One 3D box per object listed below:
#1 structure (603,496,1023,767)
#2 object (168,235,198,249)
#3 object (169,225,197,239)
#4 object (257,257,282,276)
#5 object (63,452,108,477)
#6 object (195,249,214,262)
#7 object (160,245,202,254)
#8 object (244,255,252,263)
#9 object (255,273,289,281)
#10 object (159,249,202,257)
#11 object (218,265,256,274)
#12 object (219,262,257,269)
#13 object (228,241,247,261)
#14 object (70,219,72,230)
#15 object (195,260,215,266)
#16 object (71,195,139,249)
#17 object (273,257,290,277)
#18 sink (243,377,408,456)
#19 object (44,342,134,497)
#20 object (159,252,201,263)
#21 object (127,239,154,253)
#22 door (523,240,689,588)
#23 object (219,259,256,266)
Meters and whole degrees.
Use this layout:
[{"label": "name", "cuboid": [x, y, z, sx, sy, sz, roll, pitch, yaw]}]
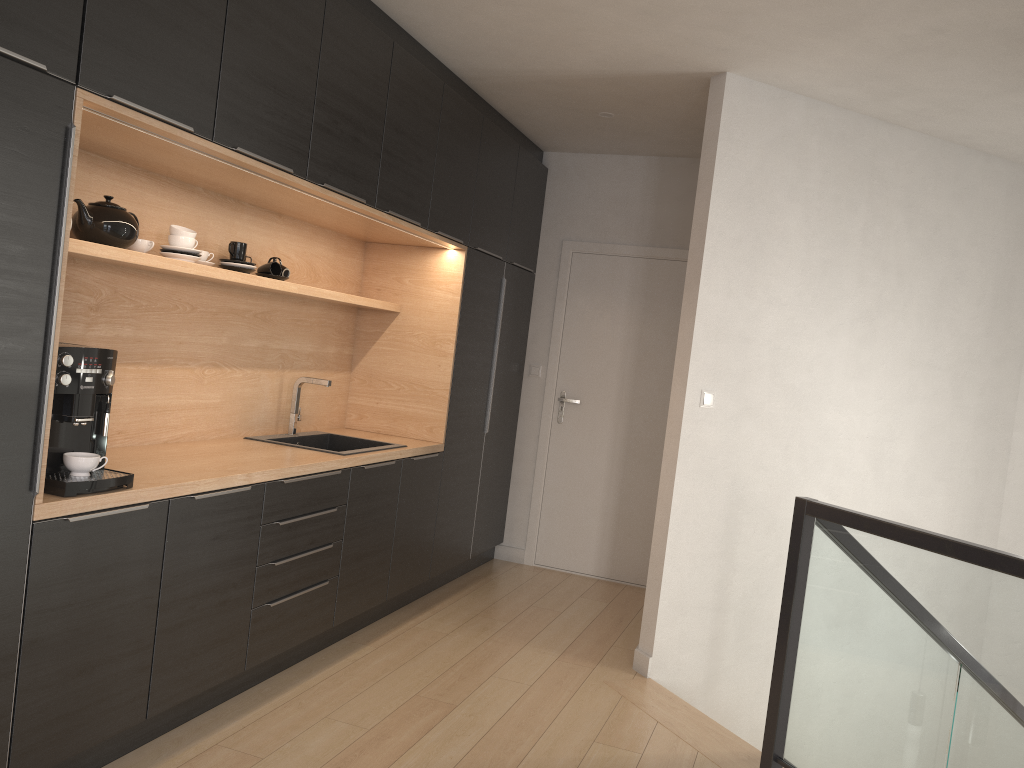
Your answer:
[{"label": "structure", "cuboid": [2.421, 2.758, 2.642, 2.823, 4.339, 4.190, 6, 2, -26]}, {"label": "object", "cuboid": [-1.202, -0.505, 3.222, 0.095, 0.057, 0.099, 7, 2, -9]}, {"label": "object", "cuboid": [-1.196, -0.538, 3.217, 0.098, 0.075, 0.095, 8, 2, 30]}, {"label": "object", "cuboid": [-1.047, -0.503, 3.820, 0.100, 0.093, 0.066, 8, 2, 33]}, {"label": "object", "cuboid": [-1.208, 0.227, 2.487, 0.099, 0.057, 0.095, 8, 2, 21]}, {"label": "object", "cuboid": [-1.233, -0.493, 3.459, 0.099, 0.057, 0.095, 7, 2, 16]}, {"label": "object", "cuboid": [-1.203, -0.480, 3.219, 0.145, 0.025, 0.145, 7, 2, 5]}, {"label": "object", "cuboid": [-1.142, -0.500, 3.708, 0.084, 0.092, 0.066, 8, 2, 25]}, {"label": "object", "cuboid": [-1.040, -0.458, 3.844, 0.145, 0.025, 0.145, 8, 2, 21]}, {"label": "object", "cuboid": [-1.205, -0.467, 3.223, 0.145, 0.025, 0.145, 7, 2, 5]}, {"label": "object", "cuboid": [-1.108, -0.457, 3.568, 0.145, 0.025, 0.145, 8, 2, 32]}, {"label": "object", "cuboid": [-1.104, -0.468, 3.570, 0.145, 0.025, 0.145, 8, 2, 32]}, {"label": "object", "cuboid": [-1.102, -0.523, 3.559, 0.066, 0.092, 0.084, 6, 2, -13]}, {"label": "object", "cuboid": [-1.445, -0.501, 2.595, 0.112, 0.105, 0.297, 8, 2, 20]}, {"label": "object", "cuboid": [-1.235, -0.468, 3.459, 0.145, 0.025, 0.145, 8, 2, 32]}, {"label": "object", "cuboid": [-1.334, -0.534, 2.923, 0.240, 0.171, 0.213, 5, 3, -35]}, {"label": "object", "cuboid": [-1.018, -0.507, 3.877, 0.100, 0.093, 0.066, 8, 2, 28]}, {"label": "sink", "cuboid": [-0.852, 0.244, 4.160, 0.512, 0.518, 0.626, 8, 2, 19]}, {"label": "object", "cuboid": [-1.325, 0.073, 2.709, 0.584, 0.398, 0.618, 8, 2, 19]}, {"label": "object", "cuboid": [-1.205, -0.456, 3.220, 0.145, 0.025, 0.145, 7, 2, 5]}, {"label": "object", "cuboid": [-1.325, -0.483, 3.146, 0.099, 0.057, 0.095, 6, 2, -24]}, {"label": "door", "cuboid": [0.661, 0.187, 5.639, 0.974, 2.136, 0.085, 8, 2, 19]}, {"label": "object", "cuboid": [-1.105, -0.481, 3.567, 0.145, 0.025, 0.145, 8, 2, 32]}]
